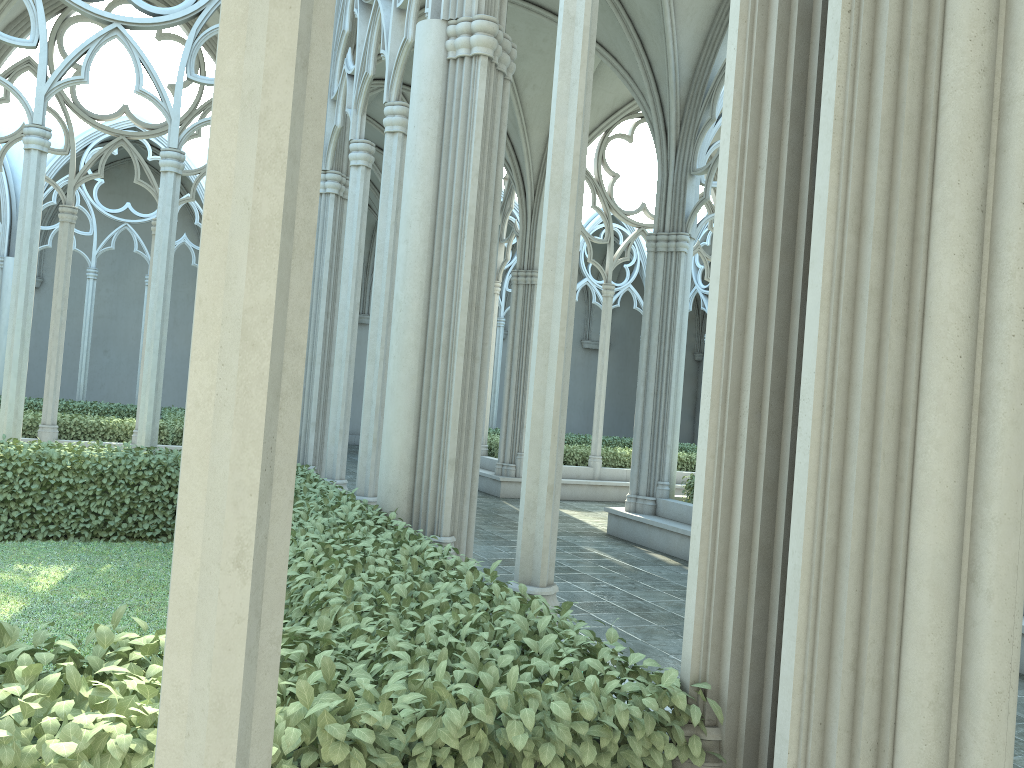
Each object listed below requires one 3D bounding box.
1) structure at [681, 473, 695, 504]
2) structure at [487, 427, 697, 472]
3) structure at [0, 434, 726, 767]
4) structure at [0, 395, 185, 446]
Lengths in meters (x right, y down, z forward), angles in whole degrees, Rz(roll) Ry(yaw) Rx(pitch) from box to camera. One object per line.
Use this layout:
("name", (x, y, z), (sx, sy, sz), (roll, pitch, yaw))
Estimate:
("structure", (7.377, 1.948, 9.635), (7.995, 0.963, 8.018), (5, -1, -23))
("structure", (2.252, 1.811, 21.653), (7.995, 0.963, 8.018), (5, -1, -23))
("structure", (-4.606, 0.881, 4.510), (7.995, 0.963, 8.018), (5, -1, -23))
("structure", (-9.740, 0.744, 16.523), (7.995, 0.963, 8.018), (5, -1, -23))
